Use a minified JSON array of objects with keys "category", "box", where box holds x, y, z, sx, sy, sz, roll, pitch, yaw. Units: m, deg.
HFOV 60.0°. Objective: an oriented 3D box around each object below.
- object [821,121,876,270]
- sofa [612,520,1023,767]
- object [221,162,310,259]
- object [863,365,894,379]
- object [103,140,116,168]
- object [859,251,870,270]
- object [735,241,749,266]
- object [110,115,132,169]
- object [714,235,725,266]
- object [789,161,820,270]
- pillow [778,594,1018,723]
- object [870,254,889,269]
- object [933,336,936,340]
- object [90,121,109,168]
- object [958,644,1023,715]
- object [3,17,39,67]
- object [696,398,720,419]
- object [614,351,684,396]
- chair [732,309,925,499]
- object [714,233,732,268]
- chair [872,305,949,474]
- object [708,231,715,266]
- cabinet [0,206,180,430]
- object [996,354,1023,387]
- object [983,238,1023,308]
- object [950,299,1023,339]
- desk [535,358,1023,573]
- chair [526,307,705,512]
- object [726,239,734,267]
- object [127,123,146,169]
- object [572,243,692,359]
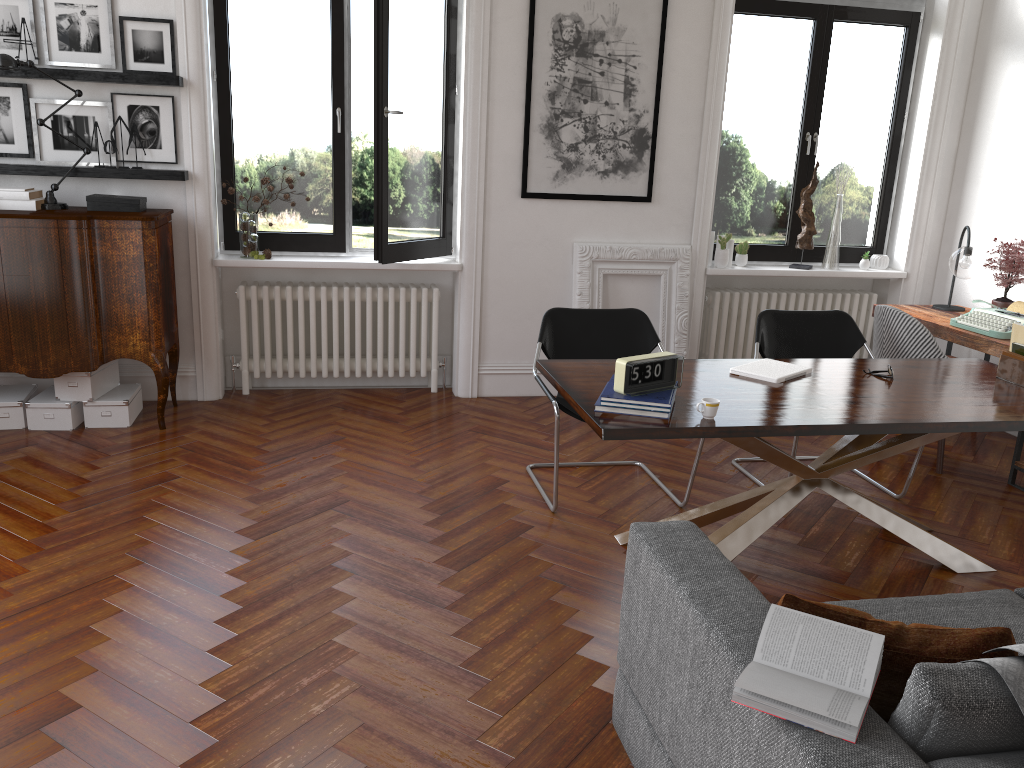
[{"category":"object","box":[2.375,-1.333,6.266,0.296,1.060,0.288,0,16,-9]},{"category":"sofa","box":[1.724,0.798,2.269,2.644,0.833,1.255,-1,15,-12]},{"category":"object","box":[-1.530,-1.102,5.611,0.540,0.603,0.316,-10,20,-39]},{"category":"object","box":[1.629,-0.060,3.896,0.132,0.047,0.114,15,20,39]},{"category":"object","box":[-2.314,-1.322,5.106,0.066,0.161,0.040,-1,16,-11]},{"category":"object","box":[2.571,-0.900,6.452,0.072,0.135,0.071,6,16,13]},{"category":"object","box":[1.645,-0.935,6.324,0.097,0.186,0.098,6,16,10]},{"category":"object","box":[-2.259,-1.398,5.133,0.118,0.300,0.040,-1,16,-11]},{"category":"object","box":[1.464,-0.940,6.259,0.051,0.214,0.051,9,17,22]},{"category":"object","box":[2.091,-1.192,6.276,0.165,0.758,0.142,12,18,29]},{"category":"pillow","box":[0.827,0.634,1.964,0.469,0.399,0.329,10,17,24]},{"category":"object","box":[2.722,-0.906,6.571,0.134,0.098,0.132,-11,20,-40]},{"category":"object","box":[2.680,-0.267,5.814,0.173,0.110,0.173,9,17,24]},{"category":"object","box":[-2.384,-1.376,5.104,0.124,0.262,0.040,-1,16,-11]},{"category":"object","box":[1.242,0.698,1.627,0.752,0.390,0.398,-1,16,-12]},{"category":"object","box":[-2.709,-1.882,4.889,0.174,0.262,0.040,-1,16,-11]},{"category":"object","box":[0.692,0.088,3.141,0.082,0.065,0.064,5,16,8]},{"category":"object","box":[0.502,-0.038,3.234,0.275,0.126,0.081,-9,19,-37]},{"category":"chair","box":[1.632,0.108,4.597,0.752,0.877,0.741,-1,16,-12]},{"category":"object","box":[1.467,-0.932,6.171,0.102,0.245,0.098,-8,19,-33]},{"category":"chair","box":[2.320,0.000,5.096,0.547,0.905,0.712,-3,16,-19]},{"category":"object","box":[1.396,-0.957,6.261,0.051,0.239,0.051,9,17,22]},{"category":"cabinet","box":[-2.592,-0.368,5.037,1.266,1.225,0.636,-1,16,-12]},{"category":"object","box":[2.260,-0.081,3.846,0.149,0.167,0.227,-1,16,-12]},{"category":"object","box":[3.055,-0.659,5.466,0.289,0.532,0.307,13,18,32]},{"category":"object","box":[2.853,-0.390,5.148,0.484,0.149,0.532,-1,15,-13]},{"category":"desk","box":[1.277,0.374,3.761,2.226,0.756,1.024,-1,16,-12]},{"category":"chair","box":[0.479,0.119,4.362,0.752,0.877,0.741,-1,16,-12]},{"category":"object","box":[1.533,-0.922,6.254,0.051,0.189,0.051,9,17,22]},{"category":"object","box":[-2.197,-1.388,5.178,0.110,0.263,0.040,-1,16,-11]},{"category":"object","box":[0.812,-0.407,6.027,0.830,1.068,0.232,-1,16,-11]}]
